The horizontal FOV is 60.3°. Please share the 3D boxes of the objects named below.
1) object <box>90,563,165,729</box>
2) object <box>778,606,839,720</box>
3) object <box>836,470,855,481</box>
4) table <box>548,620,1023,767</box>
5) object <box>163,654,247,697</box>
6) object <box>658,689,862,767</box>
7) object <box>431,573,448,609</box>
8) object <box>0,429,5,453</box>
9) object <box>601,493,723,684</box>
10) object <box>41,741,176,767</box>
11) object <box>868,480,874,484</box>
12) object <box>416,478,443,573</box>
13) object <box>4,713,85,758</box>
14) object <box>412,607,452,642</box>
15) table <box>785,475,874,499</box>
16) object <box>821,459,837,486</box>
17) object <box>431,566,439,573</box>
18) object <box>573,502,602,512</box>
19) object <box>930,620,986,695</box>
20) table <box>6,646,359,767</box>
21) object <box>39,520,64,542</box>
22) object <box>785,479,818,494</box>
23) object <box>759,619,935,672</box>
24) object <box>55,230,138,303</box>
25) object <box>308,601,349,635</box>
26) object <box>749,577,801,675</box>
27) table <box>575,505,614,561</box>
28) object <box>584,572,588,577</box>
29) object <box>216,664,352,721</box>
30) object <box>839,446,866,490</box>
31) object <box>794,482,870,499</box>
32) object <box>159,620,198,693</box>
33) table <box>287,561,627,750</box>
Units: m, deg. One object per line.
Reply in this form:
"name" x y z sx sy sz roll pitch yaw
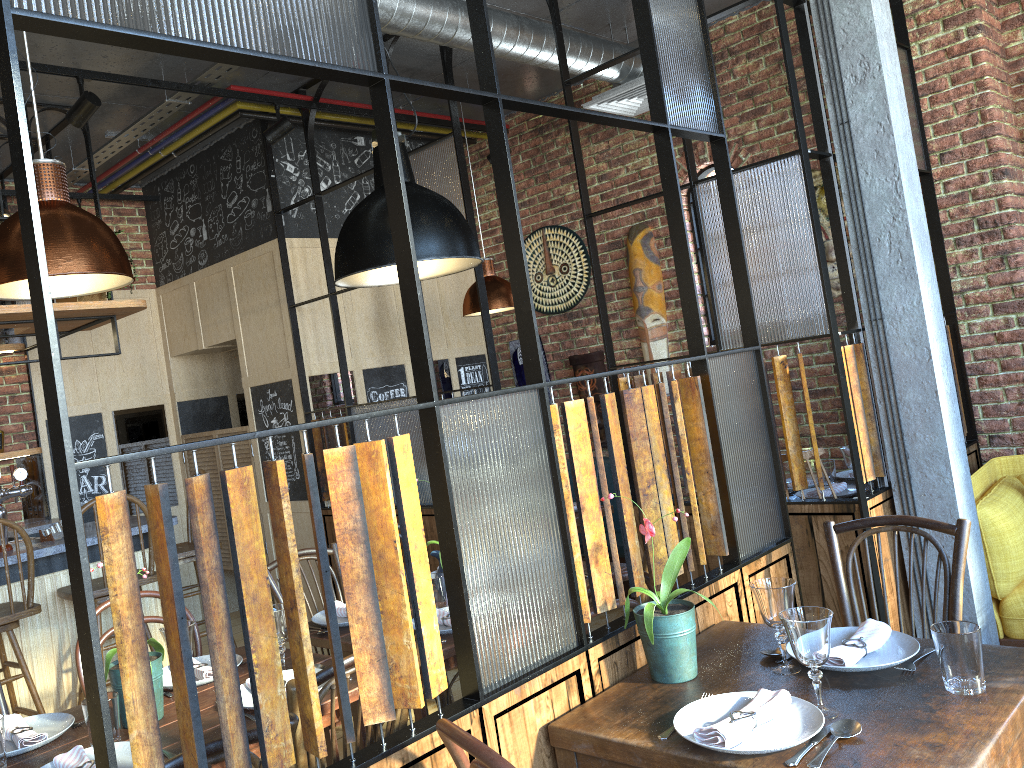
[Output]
"object" -0.985 0.653 2.276 0.144 0.427 0.205 -9 -1 -14
"object" 0.575 0.533 1.682 0.099 0.192 0.098 -9 -1 1
"object" 1.645 0.415 4.145 0.257 0.051 0.339 -9 1 -43
"table" 0.652 0.985 1.807 0.784 0.728 0.717 -9 -1 44
"object" -0.936 0.833 2.564 0.310 0.051 0.281 -9 1 -43
"object" 0.452 0.624 1.640 0.257 0.051 0.339 -9 1 -43
"object" -0.249 0.687 2.883 0.087 0.120 0.081 -9 -1 27
"object" -3.356 0.338 5.695 0.093 0.235 0.138 -10 -1 29
"object" 0.347 0.448 2.003 0.205 0.427 0.141 -9 -2 -12
"object" -0.915 0.835 1.938 0.310 0.051 0.281 -9 1 -43
"object" 1.628 0.384 3.962 0.082 0.120 0.086 -9 -1 -15
"object" -0.210 0.524 3.038 0.210 0.432 0.141 -8 -2 -27
"object" -1.265 0.887 2.223 0.310 0.051 0.281 -9 1 -43
"object" -0.172 0.712 2.716 0.310 0.051 0.281 -9 1 -43
"table" 1.543 0.826 3.982 0.784 0.728 0.717 -9 -1 44
"object" 1.446 0.411 4.044 0.082 0.120 0.086 -9 -1 -15
"object" -0.201 0.711 3.333 0.310 0.051 0.281 -9 1 -43
"object" 0.357 0.731 5.288 0.257 0.051 0.339 -9 1 -43
"object" 0.859 0.525 1.689 0.088 0.120 0.081 -10 -1 33
"table" -0.851 1.215 2.251 0.760 0.728 0.984 -9 -1 44
"object" -2.386 0.766 4.634 0.093 0.091 0.172 -9 0 18
"object" 1.290 0.470 4.135 0.310 0.051 0.281 -9 1 -43
"object" 0.735 0.577 1.956 0.257 0.051 0.339 -9 1 -43
"object" -2.263 -0.608 4.714 0.626 0.370 0.482 -9 0 22
"object" -0.556 0.770 2.966 0.310 0.051 0.281 -9 1 -43
"object" 0.585 0.530 1.926 0.101 0.192 0.095 -9 -1 19
"table" 0.129 1.098 5.239 0.777 0.603 0.710 -9 -1 44
"object" 0.121 0.663 3.039 0.310 0.051 0.281 -9 1 -43
"object" -0.589 0.781 2.299 0.310 0.051 0.281 -9 1 -43
"object" 1.498 0.369 3.853 0.095 0.192 0.101 -8 -1 -26
"object" 1.379 0.460 3.792 0.257 0.051 0.339 -9 1 -43
"object" -0.905 0.758 2.417 0.099 0.192 0.098 -9 -1 1
"table" -0.112 1.092 3.032 0.760 0.728 0.984 -9 -1 44
